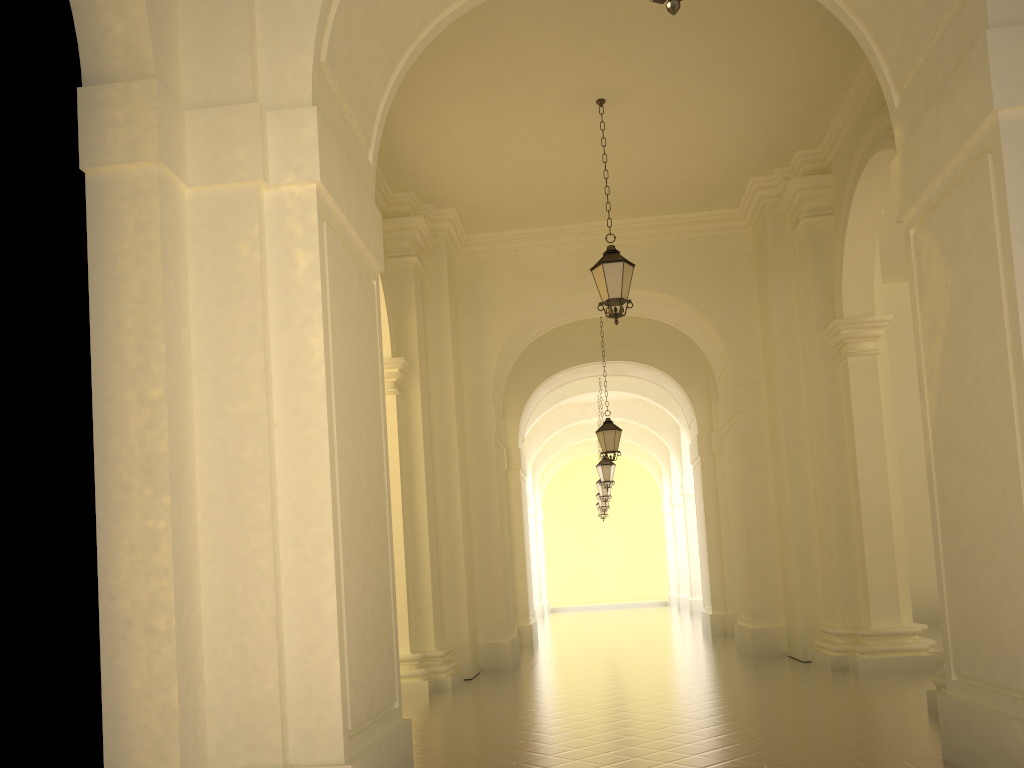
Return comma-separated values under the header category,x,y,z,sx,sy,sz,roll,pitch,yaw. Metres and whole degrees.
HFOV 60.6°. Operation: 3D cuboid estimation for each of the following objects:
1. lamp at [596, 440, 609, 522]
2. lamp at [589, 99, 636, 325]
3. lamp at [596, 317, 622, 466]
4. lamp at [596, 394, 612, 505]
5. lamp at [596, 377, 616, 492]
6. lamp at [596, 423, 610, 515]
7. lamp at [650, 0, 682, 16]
category,x,y,z,sx,sy,sz,roll,pitch,yaw
lamp,3.290,3.473,32.552,0.510,3.272,0.447,-4,-4,5
lamp,1.068,-1.903,9.690,0.446,2.537,0.511,-6,-5,35
lamp,1.708,-0.126,16.078,0.441,3.272,0.517,-2,-4,-25
lamp,2.562,1.816,24.970,0.510,3.272,0.447,-4,-4,5
lamp,2.190,0.970,21.097,0.510,3.272,0.447,-4,-4,5
lamp,2.927,2.647,28.773,0.510,3.272,0.447,-4,-4,5
lamp,0.473,-2.936,3.214,0.441,3.272,0.517,-2,-4,-25
